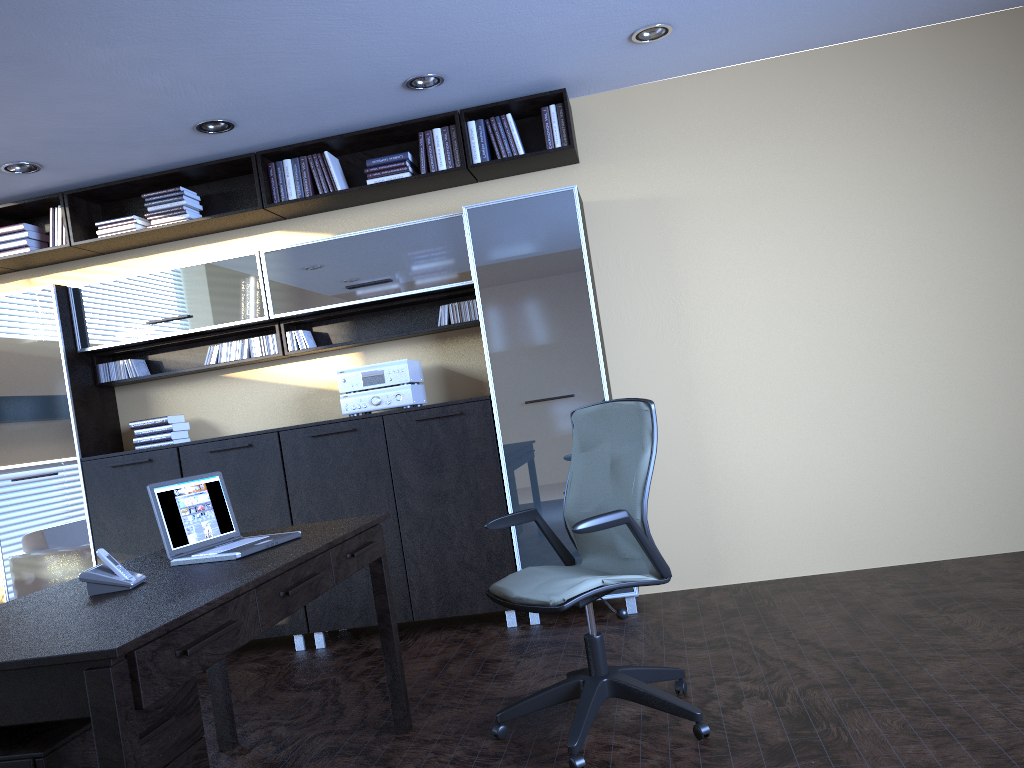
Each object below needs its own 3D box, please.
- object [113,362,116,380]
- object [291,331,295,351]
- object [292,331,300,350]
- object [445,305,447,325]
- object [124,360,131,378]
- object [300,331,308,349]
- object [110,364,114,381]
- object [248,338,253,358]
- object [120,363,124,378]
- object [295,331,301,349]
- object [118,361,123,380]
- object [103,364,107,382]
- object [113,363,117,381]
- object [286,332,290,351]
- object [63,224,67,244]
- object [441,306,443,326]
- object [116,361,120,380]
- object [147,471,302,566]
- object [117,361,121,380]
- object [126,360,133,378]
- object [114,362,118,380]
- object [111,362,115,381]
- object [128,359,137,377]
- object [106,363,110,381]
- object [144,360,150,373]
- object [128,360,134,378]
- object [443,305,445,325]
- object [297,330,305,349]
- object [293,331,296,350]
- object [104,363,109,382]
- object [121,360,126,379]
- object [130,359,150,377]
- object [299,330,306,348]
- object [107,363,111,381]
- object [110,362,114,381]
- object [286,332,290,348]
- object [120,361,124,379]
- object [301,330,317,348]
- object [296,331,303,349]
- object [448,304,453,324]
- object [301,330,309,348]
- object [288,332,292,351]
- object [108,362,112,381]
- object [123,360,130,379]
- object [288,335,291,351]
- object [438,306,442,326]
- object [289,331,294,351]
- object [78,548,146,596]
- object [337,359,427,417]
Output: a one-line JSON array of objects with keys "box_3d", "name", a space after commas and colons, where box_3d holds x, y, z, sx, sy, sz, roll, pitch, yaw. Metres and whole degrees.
[{"box_3d": [-2.519, -0.082, 5.712, 0.006, 0.118, 0.140, -9, -1, 9], "name": "object"}, {"box_3d": [-1.337, -0.265, 5.527, 0.009, 0.120, 0.142, -9, -1, 9], "name": "object"}, {"box_3d": [-1.328, -0.267, 5.525, 0.009, 0.120, 0.142, -9, -1, 9], "name": "object"}, {"box_3d": [-0.387, -0.412, 5.375, 0.030, 0.120, 0.142, -9, -1, 9], "name": "object"}, {"box_3d": [-2.429, -0.095, 5.698, 0.026, 0.117, 0.140, -9, -1, 9], "name": "object"}, {"box_3d": [-1.276, -0.274, 5.520, 0.030, 0.120, 0.142, -9, -1, 9], "name": "object"}, {"box_3d": [-2.539, -0.079, 5.718, 0.009, 0.120, 0.142, -9, -1, 9], "name": "object"}, {"box_3d": [-1.611, -0.223, 5.570, 0.009, 0.120, 0.142, -9, -1, 9], "name": "object"}, {"box_3d": [-2.470, -0.089, 5.707, 0.009, 0.120, 0.142, -9, -1, 9], "name": "object"}, {"box_3d": [-1.306, -0.270, 5.523, 0.026, 0.117, 0.140, -9, -1, 9], "name": "object"}, {"box_3d": [-2.480, -0.088, 5.707, 0.009, 0.120, 0.142, -9, -1, 9], "name": "object"}, {"box_3d": [-2.588, -0.071, 5.725, 0.009, 0.120, 0.142, -9, -1, 9], "name": "object"}, {"box_3d": [-2.519, -0.082, 5.714, 0.009, 0.120, 0.142, -9, -1, 9], "name": "object"}, {"box_3d": [-1.367, -0.261, 5.526, 0.006, 0.118, 0.140, -9, -1, 9], "name": "object"}, {"box_3d": [-2.790, -0.993, 5.657, 0.075, 0.259, 0.207, -9, 0, 9], "name": "object"}, {"box_3d": [-0.407, -0.409, 5.379, 0.030, 0.120, 0.142, -9, -1, 9], "name": "object"}, {"box_3d": [-2.499, -0.085, 5.713, 0.009, 0.120, 0.142, -9, -1, 9], "name": "object"}, {"box_3d": [-1.001, 0.450, 3.125, 0.323, 0.283, 0.390, -9, -1, 19], "name": "object"}, {"box_3d": [-2.490, -0.086, 5.709, 0.009, 0.120, 0.142, -9, -1, 8], "name": "object"}, {"box_3d": [-2.420, -0.097, 5.698, 0.030, 0.120, 0.142, -9, -1, 9], "name": "object"}, {"box_3d": [-2.509, -0.083, 5.716, 0.009, 0.120, 0.142, -9, -1, 9], "name": "object"}, {"box_3d": [-2.529, -0.080, 5.713, 0.006, 0.118, 0.140, -9, -1, 9], "name": "object"}, {"box_3d": [-2.400, -0.100, 5.692, 0.030, 0.120, 0.142, -9, -1, 9], "name": "object"}, {"box_3d": [-2.568, -0.074, 5.722, 0.006, 0.118, 0.140, -9, -1, 9], "name": "object"}, {"box_3d": [-2.383, -0.101, 5.699, 0.036, 0.116, 0.140, -9, -1, 9], "name": "object"}, {"box_3d": [-2.409, -0.098, 5.700, 0.030, 0.120, 0.142, -9, -1, 9], "name": "object"}, {"box_3d": [-0.397, -0.411, 5.377, 0.030, 0.120, 0.142, -9, -1, 9], "name": "object"}, {"box_3d": [-1.287, -0.273, 5.518, 0.030, 0.120, 0.142, -9, -1, 9], "name": "object"}, {"box_3d": [-1.327, -0.267, 5.524, 0.006, 0.118, 0.140, -9, -1, 9], "name": "object"}, {"box_3d": [-2.577, -0.073, 5.729, 0.009, 0.120, 0.142, -9, -1, 9], "name": "object"}, {"box_3d": [-2.460, -0.091, 5.703, 0.009, 0.120, 0.142, -9, -1, 9], "name": "object"}, {"box_3d": [-2.385, -0.101, 5.693, 0.040, 0.118, 0.142, -9, -1, 9], "name": "object"}, {"box_3d": [-1.276, -0.274, 5.517, 0.026, 0.117, 0.140, -9, -1, 9], "name": "object"}, {"box_3d": [-2.558, -0.076, 5.721, 0.009, 0.120, 0.142, -9, -1, 9], "name": "object"}, {"box_3d": [-2.538, -0.079, 5.716, 0.006, 0.118, 0.140, -9, -1, 9], "name": "object"}, {"box_3d": [-1.367, -0.261, 5.530, 0.009, 0.120, 0.142, -9, -1, 9], "name": "object"}, {"box_3d": [-2.470, -0.089, 5.704, 0.006, 0.118, 0.140, -9, -1, 9], "name": "object"}, {"box_3d": [-1.262, -0.275, 5.518, 0.040, 0.118, 0.142, -9, -1, 9], "name": "object"}, {"box_3d": [-1.297, -0.271, 5.519, 0.030, 0.120, 0.142, -9, -1, 9], "name": "object"}, {"box_3d": [-0.357, -0.417, 5.368, 0.009, 0.120, 0.142, -9, -1, 9], "name": "object"}, {"box_3d": [-1.262, -0.276, 5.515, 0.036, 0.116, 0.140, -9, -1, 9], "name": "object"}, {"box_3d": [-1.357, -0.262, 5.527, 0.006, 0.118, 0.140, -9, -1, 9], "name": "object"}, {"box_3d": [-2.549, -0.077, 5.718, 0.009, 0.120, 0.142, -9, -1, 9], "name": "object"}, {"box_3d": [-2.450, -0.092, 5.706, 0.009, 0.120, 0.142, -9, -1, 9], "name": "object"}, {"box_3d": [-1.357, -0.262, 5.529, 0.009, 0.120, 0.142, -9, -1, 9], "name": "object"}, {"box_3d": [-0.422, -0.406, 5.381, 0.040, 0.118, 0.142, -9, -1, 9], "name": "object"}, {"box_3d": [-1.348, -0.264, 5.523, 0.009, 0.120, 0.142, -9, -1, 9], "name": "object"}, {"box_3d": [-1.191, 0.548, 2.638, 0.146, 0.127, 0.130, -9, -1, -6], "name": "object"}, {"box_3d": [-0.773, 0.025, 5.290, 0.430, 0.282, 0.363, -9, -1, 9], "name": "object"}]
